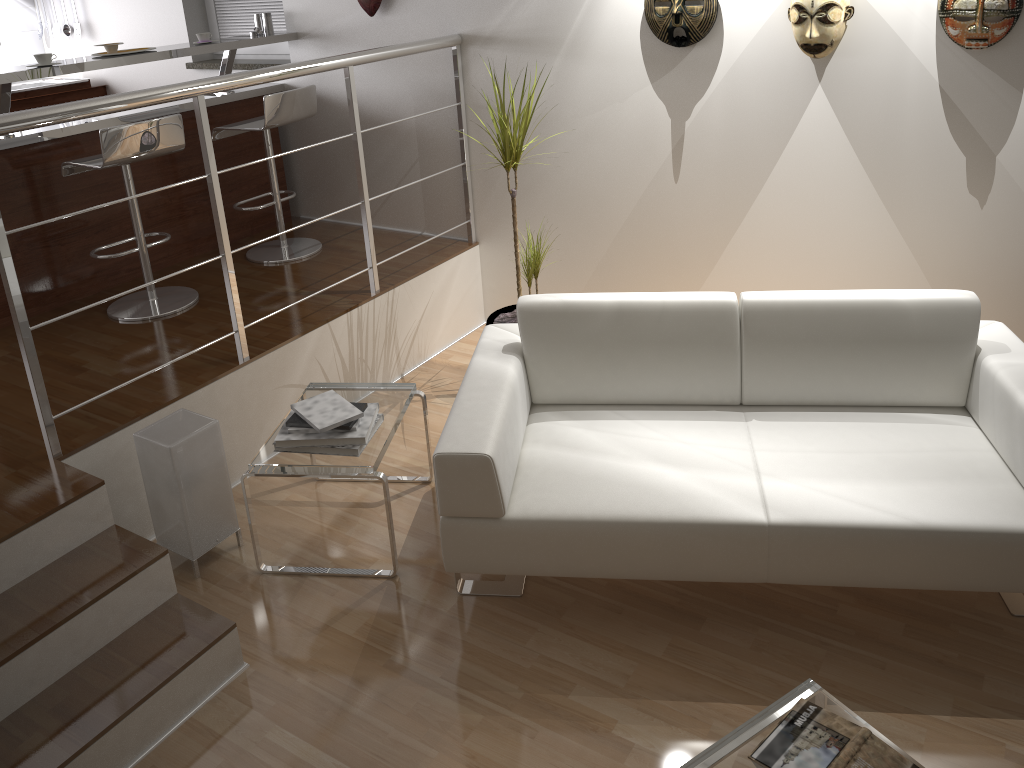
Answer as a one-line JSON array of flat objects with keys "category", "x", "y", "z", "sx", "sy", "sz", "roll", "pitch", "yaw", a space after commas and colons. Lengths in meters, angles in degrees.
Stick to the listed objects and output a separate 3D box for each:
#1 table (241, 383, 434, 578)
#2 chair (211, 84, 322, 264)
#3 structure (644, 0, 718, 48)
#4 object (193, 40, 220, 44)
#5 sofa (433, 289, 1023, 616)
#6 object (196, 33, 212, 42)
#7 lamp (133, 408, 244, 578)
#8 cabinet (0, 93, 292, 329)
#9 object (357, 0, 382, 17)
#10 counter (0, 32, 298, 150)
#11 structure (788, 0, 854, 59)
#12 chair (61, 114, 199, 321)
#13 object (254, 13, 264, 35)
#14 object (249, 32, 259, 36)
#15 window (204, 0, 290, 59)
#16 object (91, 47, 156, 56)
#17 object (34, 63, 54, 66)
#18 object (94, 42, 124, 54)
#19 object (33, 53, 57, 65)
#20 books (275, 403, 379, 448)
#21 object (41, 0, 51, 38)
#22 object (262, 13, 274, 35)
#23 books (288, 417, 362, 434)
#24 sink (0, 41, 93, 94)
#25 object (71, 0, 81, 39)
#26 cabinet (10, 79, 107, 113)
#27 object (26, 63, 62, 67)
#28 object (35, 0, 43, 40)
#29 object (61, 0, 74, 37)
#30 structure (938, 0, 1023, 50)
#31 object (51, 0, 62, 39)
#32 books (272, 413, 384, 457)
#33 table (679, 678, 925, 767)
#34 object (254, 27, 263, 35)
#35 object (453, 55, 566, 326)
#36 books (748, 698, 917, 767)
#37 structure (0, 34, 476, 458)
[{"category": "table", "x": -0.566, "y": 0.302, "z": 2.983, "sx": 0.464, "sy": 0.380, "sz": 0.581, "roll": 0, "pitch": 24, "yaw": 8}, {"category": "chair", "x": -1.202, "y": -1.070, "z": 4.436, "sx": 0.429, "sy": 0.805, "sz": 0.404, "roll": 7, "pitch": 23, "yaw": 28}, {"category": "structure", "x": 0.669, "y": -1.517, "z": 3.537, "sx": 0.321, "sy": 0.300, "sz": 0.072, "roll": 11, "pitch": 24, "yaw": 32}, {"category": "object", "x": -1.548, "y": -1.713, "z": 4.395, "sx": 0.140, "sy": 0.008, "sz": 0.137, "roll": 2, "pitch": 26, "yaw": 12}, {"category": "sofa", "x": 0.727, "y": 0.168, "z": 2.709, "sx": 1.781, "sy": 0.703, "sz": 0.956, "roll": 0, "pitch": 24, "yaw": 8}, {"category": "object", "x": -1.544, "y": -1.739, "z": 4.399, "sx": 0.080, "sy": 0.043, "sz": 0.070, "roll": -12, "pitch": 25, "yaw": -17}, {"category": "lamp", "x": -1.053, "y": 0.351, "z": 2.865, "sx": 0.201, "sy": 0.457, "sz": 0.200, "roll": 9, "pitch": 24, "yaw": 32}, {"category": "cabinet", "x": -2.075, "y": -0.968, "z": 4.451, "sx": 0.640, "sy": 0.712, "sz": 1.928, "roll": 10, "pitch": 28, "yaw": 30}, {"category": "object", "x": -0.733, "y": -2.197, "z": 4.276, "sx": 0.152, "sy": 0.750, "sz": 0.158, "roll": -8, "pitch": 20, "yaw": -10}, {"category": "counter", "x": -1.989, "y": -1.481, "z": 4.335, "sx": 0.848, "sy": 0.302, "sz": 2.194, "roll": 12, "pitch": 30, "yaw": 30}, {"category": "structure", "x": 1.124, "y": -1.363, "z": 3.236, "sx": 0.246, "sy": 0.312, "sz": 0.135, "roll": 11, "pitch": 25, "yaw": 33}, {"category": "chair", "x": -1.630, "y": -0.736, "z": 3.807, "sx": 0.432, "sy": 0.805, "sz": 0.403, "roll": 12, "pitch": 25, "yaw": 36}, {"category": "object", "x": -1.378, "y": -1.965, "z": 4.781, "sx": 0.052, "sy": 0.104, "sz": 0.055, "roll": 2, "pitch": 21, "yaw": 17}, {"category": "object", "x": -1.393, "y": -1.895, "z": 4.736, "sx": 0.051, "sy": 0.018, "sz": 0.053, "roll": 14, "pitch": 30, "yaw": 33}, {"category": "window", "x": -1.538, "y": -2.498, "z": 5.015, "sx": 0.853, "sy": 1.204, "sz": 0.147, "roll": 10, "pitch": 24, "yaw": 33}, {"category": "object", "x": -1.816, "y": -1.558, "z": 4.110, "sx": 0.221, "sy": 0.010, "sz": 0.322, "roll": 14, "pitch": 31, "yaw": 32}, {"category": "object", "x": -1.978, "y": -1.351, "z": 3.705, "sx": 0.077, "sy": 0.002, "sz": 0.081, "roll": -5, "pitch": 26, "yaw": -2}, {"category": "object", "x": -1.844, "y": -1.551, "z": 4.049, "sx": 0.131, "sy": 0.039, "sz": 0.146, "roll": 13, "pitch": 30, "yaw": 32}, {"category": "object", "x": -1.973, "y": -1.370, "z": 3.700, "sx": 0.079, "sy": 0.043, "sz": 0.070, "roll": -9, "pitch": 24, "yaw": -11}, {"category": "books", "x": -0.590, "y": 0.130, "z": 2.820, "sx": 0.287, "sy": 0.026, "sz": 0.240, "roll": -2, "pitch": 26, "yaw": 3}, {"category": "object", "x": -3.154, "y": -2.516, "z": 5.896, "sx": 0.033, "sy": 0.358, "sz": 0.008, "roll": 9, "pitch": 23, "yaw": 33}, {"category": "object", "x": -1.326, "y": -1.957, "z": 4.755, "sx": 0.052, "sy": 0.106, "sz": 0.055, "roll": 2, "pitch": 21, "yaw": 17}, {"category": "books", "x": -0.592, "y": 0.111, "z": 2.813, "sx": 0.216, "sy": 0.014, "sz": 0.160, "roll": -2, "pitch": 26, "yaw": 3}, {"category": "sink", "x": -3.207, "y": -2.054, "z": 5.664, "sx": 0.607, "sy": 0.550, "sz": 0.700, "roll": 11, "pitch": 27, "yaw": 31}, {"category": "object", "x": -2.859, "y": -2.440, "z": 5.702, "sx": 0.072, "sy": 0.363, "sz": 0.025, "roll": 9, "pitch": 23, "yaw": 33}, {"category": "cabinet", "x": -3.894, "y": -1.011, "z": 4.740, "sx": 0.688, "sy": 0.758, "sz": 3.655, "roll": 10, "pitch": 29, "yaw": 30}, {"category": "object", "x": -1.984, "y": -1.345, "z": 3.696, "sx": 0.142, "sy": 0.008, "sz": 0.135, "roll": 14, "pitch": 31, "yaw": 33}, {"category": "object", "x": -3.218, "y": -2.523, "z": 5.923, "sx": 0.065, "sy": 0.363, "sz": 0.034, "roll": 9, "pitch": 23, "yaw": 33}, {"category": "object", "x": -2.951, "y": -2.482, "z": 5.782, "sx": 0.092, "sy": 0.347, "sz": 0.045, "roll": 9, "pitch": 23, "yaw": 32}, {"category": "structure", "x": 1.583, "y": -1.308, "z": 2.967, "sx": 0.268, "sy": 0.337, "sz": 0.078, "roll": 11, "pitch": 24, "yaw": 32}, {"category": "object", "x": -3.056, "y": -2.490, "z": 5.827, "sx": 0.108, "sy": 0.359, "sz": 0.021, "roll": 9, "pitch": 23, "yaw": 33}, {"category": "books", "x": -0.588, "y": 0.154, "z": 2.828, "sx": 0.287, "sy": 0.026, "sz": 0.239, "roll": 2, "pitch": 26, "yaw": 12}, {"category": "table", "x": 0.557, "y": 1.005, "z": 1.542, "sx": 0.810, "sy": 0.237, "sz": 0.726, "roll": -18, "pitch": 29, "yaw": -28}, {"category": "object", "x": -1.369, "y": -1.908, "z": 4.732, "sx": 0.051, "sy": 0.043, "sz": 0.053, "roll": -7, "pitch": 23, "yaw": -8}, {"category": "object", "x": 0.013, "y": -0.642, "z": 3.688, "sx": 0.517, "sy": 1.400, "sz": 0.450, "roll": -22, "pitch": 26, "yaw": -40}, {"category": "books", "x": 0.644, "y": 0.755, "z": 1.710, "sx": 0.209, "sy": 0.053, "sz": 0.300, "roll": -24, "pitch": 32, "yaw": -36}, {"category": "structure", "x": -0.856, "y": -0.723, "z": 3.450, "sx": 0.058, "sy": 0.997, "sz": 2.424, "roll": 8, "pitch": 27, "yaw": 31}]
